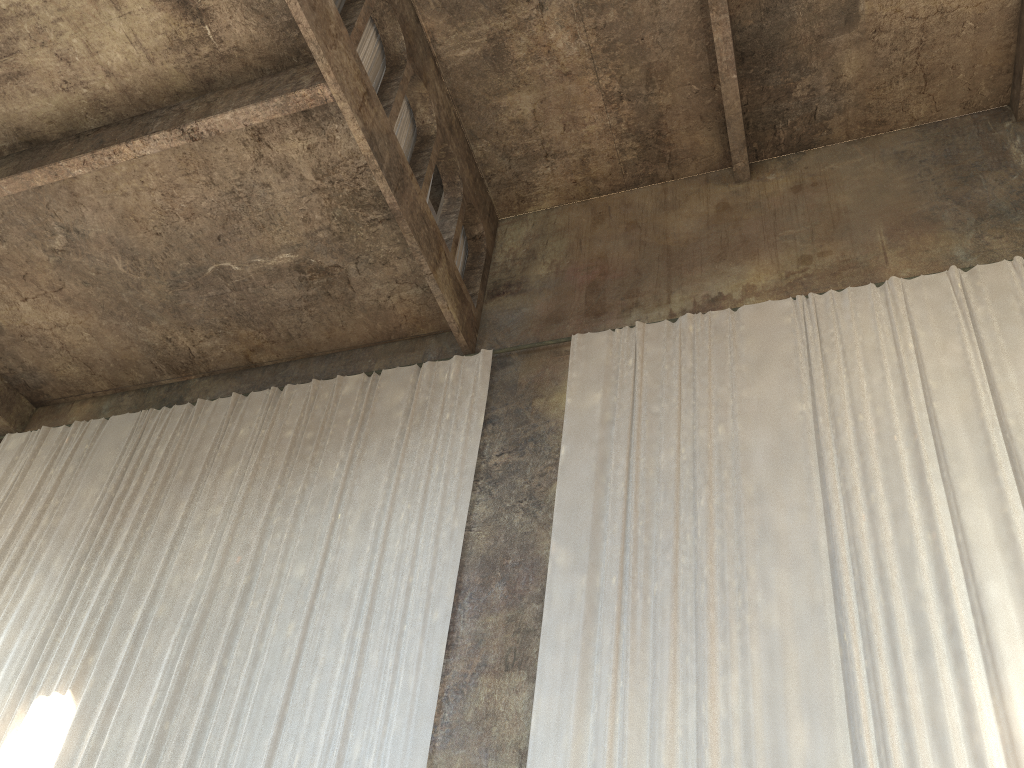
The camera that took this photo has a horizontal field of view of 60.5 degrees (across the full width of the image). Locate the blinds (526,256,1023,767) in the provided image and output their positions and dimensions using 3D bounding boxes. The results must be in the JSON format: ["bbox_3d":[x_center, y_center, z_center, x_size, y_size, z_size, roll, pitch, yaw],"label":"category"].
[{"bbox_3d":[3.833,1.979,6.525,7.870,8.088,0.291,-9,-42,20],"label":"blinds"}]

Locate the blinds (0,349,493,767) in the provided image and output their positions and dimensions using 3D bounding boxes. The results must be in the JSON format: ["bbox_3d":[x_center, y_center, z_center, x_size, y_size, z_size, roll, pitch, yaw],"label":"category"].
[{"bbox_3d":[-4.320,3.289,9.252,7.870,8.088,0.291,-9,-42,20],"label":"blinds"}]
